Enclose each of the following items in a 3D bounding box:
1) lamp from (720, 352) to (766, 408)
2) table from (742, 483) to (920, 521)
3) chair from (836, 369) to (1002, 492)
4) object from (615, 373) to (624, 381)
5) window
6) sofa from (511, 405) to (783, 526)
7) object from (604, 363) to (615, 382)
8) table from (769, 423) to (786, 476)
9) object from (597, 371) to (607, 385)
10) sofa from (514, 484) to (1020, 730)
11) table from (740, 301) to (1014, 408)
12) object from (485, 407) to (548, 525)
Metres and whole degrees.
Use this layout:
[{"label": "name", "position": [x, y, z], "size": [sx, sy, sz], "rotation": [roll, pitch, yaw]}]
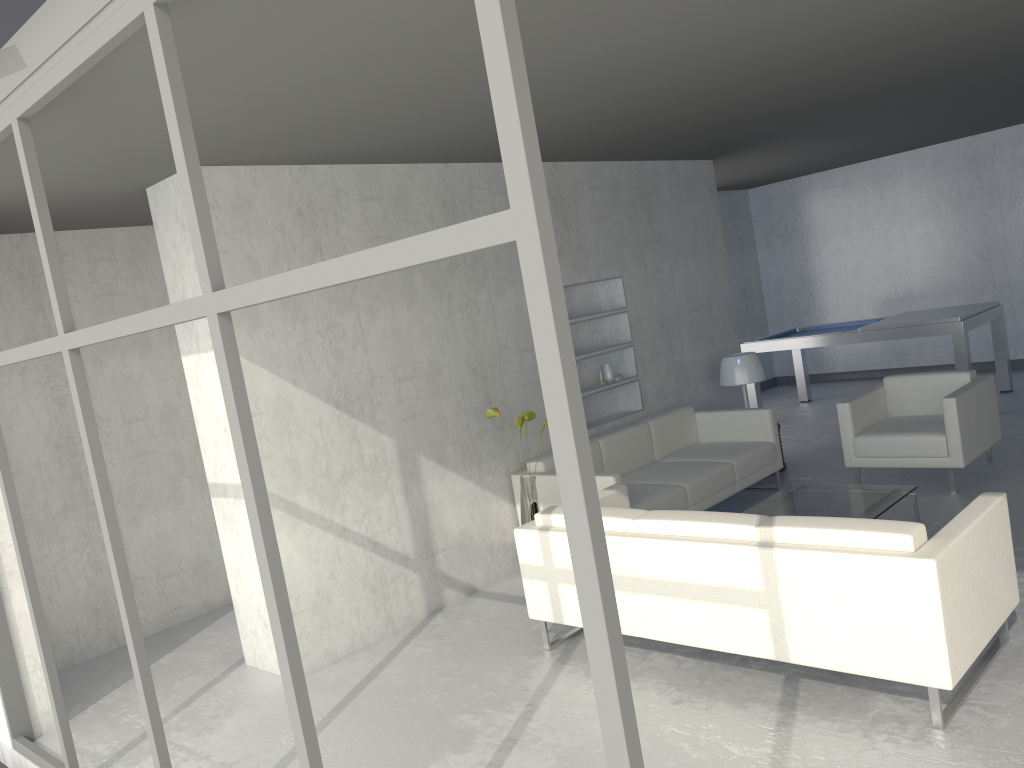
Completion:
[{"label": "lamp", "position": [1.800, 0.058, 6.868], "size": [0.347, 0.582, 0.347], "rotation": [-9, 5, 13]}, {"label": "table", "position": [1.821, 0.768, 5.107], "size": [0.773, 0.190, 0.730], "rotation": [-5, 7, 44]}, {"label": "chair", "position": [2.725, 0.293, 5.923], "size": [0.748, 0.662, 0.821], "rotation": [-5, 7, 44]}, {"label": "object", "position": [0.775, -0.053, 6.399], "size": [0.064, 0.050, 0.064], "rotation": [-14, 7, -40]}, {"label": "window", "position": [-1.316, 0.365, 2.833], "size": [4.080, 2.477, 0.037], "rotation": [-5, 7, 44]}, {"label": "sofa", "position": [0.965, 0.614, 5.831], "size": [0.821, 0.658, 1.881], "rotation": [-5, 7, 44]}, {"label": "object", "position": [0.697, -0.081, 6.402], "size": [0.079, 0.130, 0.079], "rotation": [-5, 7, 42]}, {"label": "table", "position": [1.881, 0.510, 6.911], "size": [0.452, 0.358, 0.452], "rotation": [-8, 5, 20]}, {"label": "object", "position": [0.638, -0.046, 6.348], "size": [0.074, 0.094, 0.074], "rotation": [-9, 5, 9]}, {"label": "sofa", "position": [0.995, 0.797, 3.783], "size": [1.881, 0.658, 0.821], "rotation": [-5, 7, 44]}, {"label": "table", "position": [3.485, -0.195, 8.592], "size": [2.095, 0.835, 1.180], "rotation": [-5, 7, 44]}, {"label": "object", "position": [0.165, 0.626, 5.085], "size": [0.400, 1.051, 0.387], "rotation": [-12, 5, -17]}]
